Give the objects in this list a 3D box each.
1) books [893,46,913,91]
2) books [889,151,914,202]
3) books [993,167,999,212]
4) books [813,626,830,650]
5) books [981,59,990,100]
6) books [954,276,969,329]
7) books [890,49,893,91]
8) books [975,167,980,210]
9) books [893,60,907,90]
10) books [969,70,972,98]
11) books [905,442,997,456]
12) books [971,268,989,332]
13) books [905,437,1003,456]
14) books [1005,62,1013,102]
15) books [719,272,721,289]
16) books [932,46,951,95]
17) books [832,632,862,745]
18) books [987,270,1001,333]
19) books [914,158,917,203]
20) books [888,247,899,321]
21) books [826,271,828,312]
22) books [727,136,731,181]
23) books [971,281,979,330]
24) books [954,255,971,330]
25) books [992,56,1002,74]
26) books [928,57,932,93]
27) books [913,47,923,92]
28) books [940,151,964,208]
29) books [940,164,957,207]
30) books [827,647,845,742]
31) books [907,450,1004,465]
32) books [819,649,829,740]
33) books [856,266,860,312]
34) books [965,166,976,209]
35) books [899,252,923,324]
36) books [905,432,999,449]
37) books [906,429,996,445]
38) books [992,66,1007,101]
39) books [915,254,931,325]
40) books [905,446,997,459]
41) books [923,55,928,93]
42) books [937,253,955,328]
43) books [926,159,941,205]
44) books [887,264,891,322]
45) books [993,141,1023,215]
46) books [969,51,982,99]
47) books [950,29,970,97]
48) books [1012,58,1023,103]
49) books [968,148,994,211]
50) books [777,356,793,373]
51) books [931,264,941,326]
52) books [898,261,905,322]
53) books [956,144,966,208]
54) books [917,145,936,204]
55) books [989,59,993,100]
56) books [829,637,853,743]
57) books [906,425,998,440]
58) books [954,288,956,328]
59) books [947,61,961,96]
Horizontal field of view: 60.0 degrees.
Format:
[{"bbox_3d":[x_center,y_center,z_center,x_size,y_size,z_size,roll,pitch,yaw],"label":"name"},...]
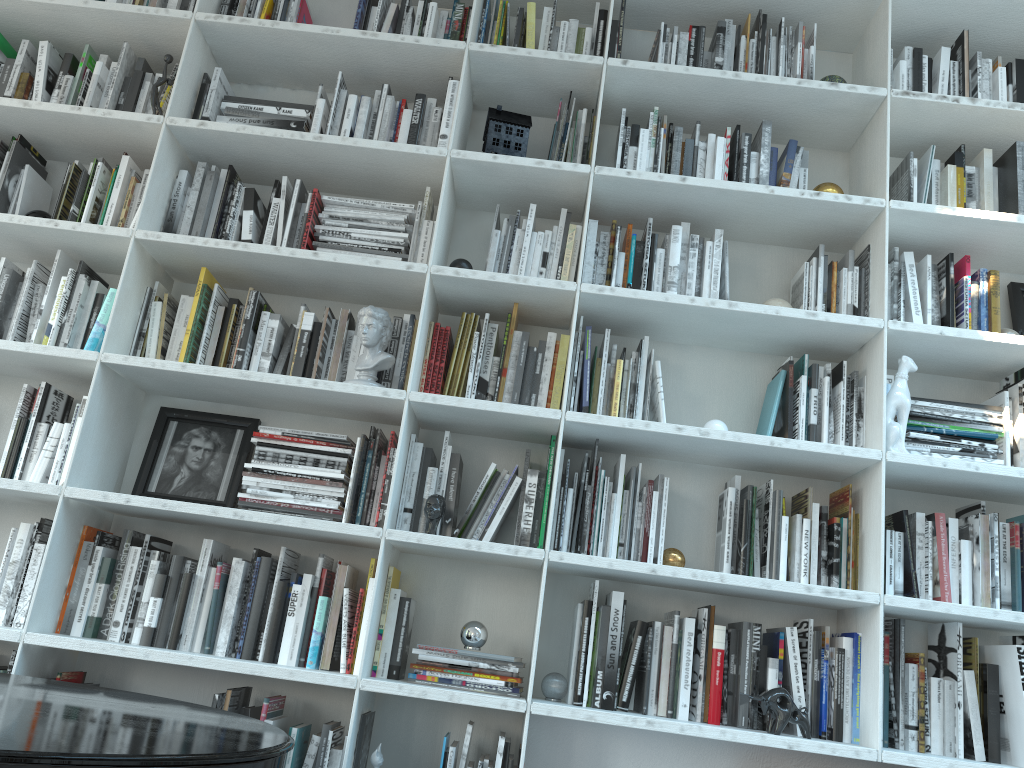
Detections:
[{"bbox_3d":[1.234,-0.918,2.841,0.025,0.250,0.178,7,-16,2],"label":"books"},{"bbox_3d":[1.205,-0.566,2.749,0.012,0.253,0.161,7,-16,2],"label":"books"},{"bbox_3d":[1.453,-0.528,2.736,0.025,0.237,0.143,7,-16,2],"label":"books"},{"bbox_3d":[0.814,0.792,2.368,0.012,0.281,0.144,7,-16,2],"label":"books"},{"bbox_3d":[1.468,-0.882,2.829,0.022,0.235,0.172,7,-16,2],"label":"books"},{"bbox_3d":[1.296,-0.184,2.617,0.013,0.206,0.190,7,-16,2],"label":"books"},{"bbox_3d":[1.193,-0.925,2.860,0.014,0.263,0.140,7,-16,2],"label":"books"},{"bbox_3d":[1.403,-0.530,2.749,0.024,0.235,0.147,7,-16,2],"label":"books"},{"bbox_3d":[1.206,-0.892,2.821,0.022,0.182,0.190,7,-16,2],"label":"books"},{"bbox_3d":[1.428,-0.874,2.847,0.030,0.220,0.133,7,-16,2],"label":"books"},{"bbox_3d":[1.211,0.203,2.526,0.254,0.012,0.161,7,-17,4],"label":"books"},{"bbox_3d":[1.363,-0.194,2.635,0.021,0.252,0.167,7,-16,2],"label":"books"},{"bbox_3d":[1.214,0.191,2.530,0.285,0.012,0.160,8,-17,0],"label":"books"},{"bbox_3d":[1.560,-0.874,2.846,0.012,0.253,0.161,7,-16,2],"label":"books"},{"bbox_3d":[0.607,-0.249,2.679,0.015,0.188,0.104,7,-16,2],"label":"books"},{"bbox_3d":[1.349,-0.916,2.844,0.048,0.277,0.150,7,-16,2],"label":"books"},{"bbox_3d":[0.882,0.799,2.341,0.025,0.271,0.171,7,-16,2],"label":"books"},{"bbox_3d":[1.386,-0.189,2.623,0.026,0.243,0.178,7,-16,2],"label":"books"},{"bbox_3d":[1.216,-0.557,2.744,0.013,0.236,0.142,7,-16,2],"label":"books"},{"bbox_3d":[1.123,-0.244,2.659,0.015,0.300,0.141,7,-16,2],"label":"books"},{"bbox_3d":[0.922,-0.229,2.672,0.011,0.227,0.132,7,-16,2],"label":"books"},{"bbox_3d":[0.662,-0.636,2.795,0.010,0.271,0.120,7,-16,2],"label":"books"},{"bbox_3d":[1.333,-0.178,2.631,0.033,0.212,0.153,7,-16,2],"label":"books"},{"bbox_3d":[1.315,-0.216,2.638,0.014,0.284,0.176,7,-16,2],"label":"books"},{"bbox_3d":[1.532,-0.889,2.853,0.012,0.278,0.153,7,-16,2],"label":"books"},{"bbox_3d":[1.310,-0.902,2.858,0.027,0.249,0.140,7,-16,2],"label":"books"},{"bbox_3d":[1.259,-0.912,2.834,0.026,0.241,0.185,7,-16,2],"label":"books"},{"bbox_3d":[1.339,-0.557,2.733,0.026,0.260,0.168,7,-16,2],"label":"books"},{"bbox_3d":[1.310,-0.536,2.722,0.025,0.207,0.176,7,-16,2],"label":"books"},{"bbox_3d":[0.829,0.812,2.330,0.025,0.227,0.176,7,-16,2],"label":"books"},{"bbox_3d":[1.208,0.224,2.513,0.285,0.012,0.160,6,-17,7],"label":"books"},{"bbox_3d":[0.798,0.813,2.335,0.013,0.219,0.169,7,-16,2],"label":"books"},{"bbox_3d":[1.003,-0.221,2.652,0.013,0.220,0.156,7,-16,2],"label":"books"},{"bbox_3d":[1.375,-0.532,2.734,0.030,0.223,0.158,7,-16,2],"label":"books"},{"bbox_3d":[1.173,-0.233,2.653,0.065,0.288,0.146,7,-16,2],"label":"books"},{"bbox_3d":[1.216,0.178,2.527,0.254,0.012,0.161,9,-17,-3],"label":"books"},{"bbox_3d":[1.217,0.170,2.541,0.254,0.012,0.161,7,-17,2],"label":"books"},{"bbox_3d":[1.510,-0.862,2.818,0.024,0.201,0.190,7,-16,2],"label":"books"},{"bbox_3d":[1.215,-0.224,2.656,0.012,0.284,0.160,7,-16,2],"label":"books"},{"bbox_3d":[1.210,0.213,2.519,0.254,0.012,0.161,6,-17,6],"label":"books"},{"bbox_3d":[1.283,-0.902,2.839,0.024,0.230,0.169,7,-16,2],"label":"books"},{"bbox_3d":[1.270,-0.222,2.641,0.012,0.286,0.177,7,-16,2],"label":"books"},{"bbox_3d":[1.287,-0.553,2.751,0.026,0.250,0.131,7,-16,2],"label":"books"},{"bbox_3d":[1.098,-0.220,2.666,0.030,0.253,0.128,7,-16,2],"label":"books"},{"bbox_3d":[1.483,-0.553,2.689,0.032,0.264,0.246,7,-16,2],"label":"books"},{"bbox_3d":[1.452,-0.897,2.832,0.014,0.261,0.169,7,-16,2],"label":"books"},{"bbox_3d":[1.413,-0.937,2.840,0.014,0.331,0.181,7,-16,2],"label":"books"},{"bbox_3d":[1.581,-0.877,2.833,0.030,0.257,0.165,7,-16,2],"label":"books"},{"bbox_3d":[1.431,-0.558,2.735,0.026,0.287,0.156,7,-16,2],"label":"books"},{"bbox_3d":[0.789,0.077,2.574,0.016,0.289,0.135,7,-16,2],"label":"books"},{"bbox_3d":[1.241,-0.210,2.663,0.043,0.268,0.131,7,-16,2],"label":"books"},{"bbox_3d":[1.132,-0.220,2.643,0.011,0.247,0.156,7,-16,2],"label":"books"},{"bbox_3d":[1.360,-0.569,2.745,0.011,0.295,0.163,7,-16,2],"label":"books"},{"bbox_3d":[1.251,-0.575,2.749,0.051,0.281,0.167,7,-16,2],"label":"books"},{"bbox_3d":[1.491,-0.886,2.839,0.021,0.253,0.152,7,-16,2],"label":"books"},{"bbox_3d":[0.856,0.802,2.339,0.026,0.257,0.157,7,-16,2],"label":"books"},{"bbox_3d":[1.221,0.155,2.534,0.254,0.012,0.161,6,-17,7],"label":"books"},{"bbox_3d":[1.284,-0.207,2.651,0.020,0.266,0.152,7,-16,2],"label":"books"},{"bbox_3d":[1.384,-0.889,2.837,0.030,0.230,0.148,7,-16,2],"label":"books"}]
